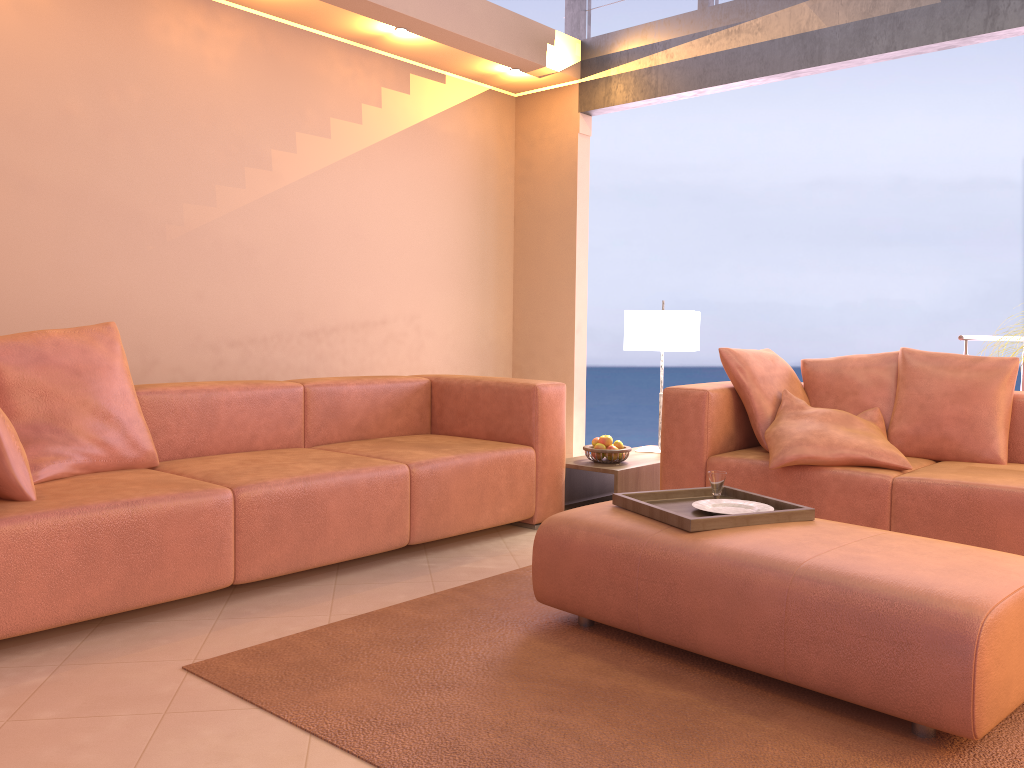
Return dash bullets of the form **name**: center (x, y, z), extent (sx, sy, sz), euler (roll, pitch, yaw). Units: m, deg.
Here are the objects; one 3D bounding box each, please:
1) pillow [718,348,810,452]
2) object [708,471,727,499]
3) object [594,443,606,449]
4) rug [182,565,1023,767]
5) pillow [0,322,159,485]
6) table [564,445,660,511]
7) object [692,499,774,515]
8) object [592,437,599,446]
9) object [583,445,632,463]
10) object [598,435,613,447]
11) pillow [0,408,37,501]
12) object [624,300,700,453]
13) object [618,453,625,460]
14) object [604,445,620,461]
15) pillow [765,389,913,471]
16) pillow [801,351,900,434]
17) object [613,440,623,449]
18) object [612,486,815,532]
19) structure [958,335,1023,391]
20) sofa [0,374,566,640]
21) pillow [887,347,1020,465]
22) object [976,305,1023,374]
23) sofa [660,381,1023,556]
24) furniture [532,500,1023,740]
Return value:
- **pillow**: center (1.169, 0.066, 3.975), extent (0.314, 0.455, 0.519), euler (3, 4, 38)
- **object**: center (0.660, 0.329, 2.854), extent (0.061, 0.091, 0.061), euler (2, 4, 26)
- **object**: center (0.422, 0.307, 4.246), extent (0.055, 0.047, 0.045), euler (2, 3, 18)
- **rug**: center (0.732, 0.767, 2.133), extent (2.626, 0.005, 1.833), euler (3, 4, 41)
- **pillow**: center (-1.522, 0.049, 3.008), extent (0.302, 0.528, 0.582), euler (2, 4, 25)
- **table**: center (0.627, 0.501, 4.509), extent (0.412, 0.268, 0.918), euler (3, 4, 41)
- **object**: center (0.661, 0.376, 2.661), extent (0.240, 0.018, 0.240), euler (1, 3, 5)
- **object**: center (0.414, 0.284, 4.320), extent (0.047, 0.046, 0.054), euler (2, 4, 28)
- **object**: center (0.461, 0.341, 4.302), extent (0.235, 0.071, 0.235), euler (3, 4, 33)
- **object**: center (0.452, 0.279, 4.282), extent (0.069, 0.061, 0.068), euler (1, 3, 3)
- **pillow**: center (-1.634, 0.111, 2.597), extent (0.554, 0.486, 0.335), euler (3, 4, 38)
- **object**: center (0.798, -0.044, 4.723), extent (0.344, 0.799, 0.344), euler (2, 3, 20)
- **object**: center (0.524, 0.345, 4.288), extent (0.046, 0.046, 0.055), euler (2, 3, 19)
- **object**: center (0.479, 0.331, 4.250), extent (0.072, 0.076, 0.074), euler (-2, 4, -39)
- **pillow**: center (1.292, 0.181, 3.604), extent (0.517, 0.292, 0.514), euler (1, 3, 10)
- **pillow**: center (1.516, 0.067, 3.920), extent (0.492, 0.446, 0.255), euler (2, 4, 25)
- **object**: center (0.514, 0.298, 4.281), extent (0.051, 0.053, 0.045), euler (-1, 4, -25)
- **object**: center (0.599, 0.370, 2.684), extent (0.436, 0.034, 0.421), euler (-1, 3, -24)
- **structure**: center (4.253, 0.095, 3.628), extent (4.176, 0.541, 1.663), euler (3, 4, 41)
- **sofa**: center (-0.982, 0.340, 3.427), extent (0.943, 0.672, 2.781), euler (3, 4, 41)
- **pillow**: center (1.808, 0.087, 3.659), extent (0.470, 0.468, 0.211), euler (3, 4, 36)
- **object**: center (2.574, 0.132, 4.178), extent (0.703, 1.088, 0.729), euler (1, 3, 10)
- **sofa**: center (1.970, 0.381, 3.328), extent (2.781, 0.672, 0.943), euler (3, 4, 41)
- **furniture**: center (0.737, 0.549, 2.477), extent (0.685, 0.301, 1.291), euler (-2, 4, -44)
